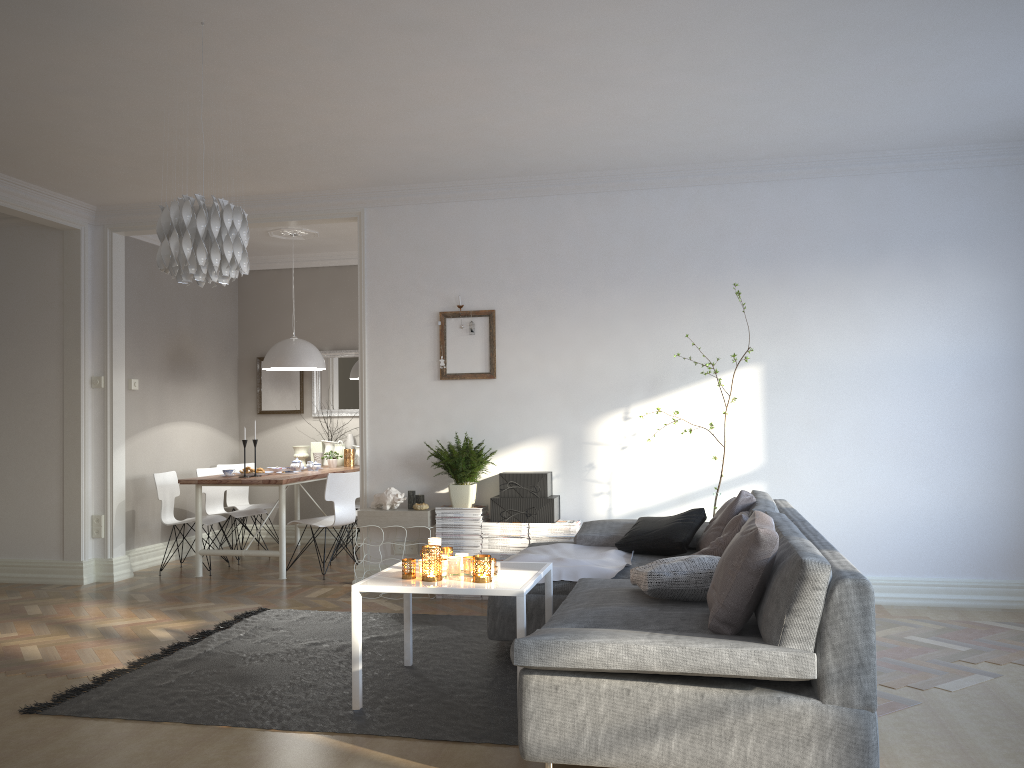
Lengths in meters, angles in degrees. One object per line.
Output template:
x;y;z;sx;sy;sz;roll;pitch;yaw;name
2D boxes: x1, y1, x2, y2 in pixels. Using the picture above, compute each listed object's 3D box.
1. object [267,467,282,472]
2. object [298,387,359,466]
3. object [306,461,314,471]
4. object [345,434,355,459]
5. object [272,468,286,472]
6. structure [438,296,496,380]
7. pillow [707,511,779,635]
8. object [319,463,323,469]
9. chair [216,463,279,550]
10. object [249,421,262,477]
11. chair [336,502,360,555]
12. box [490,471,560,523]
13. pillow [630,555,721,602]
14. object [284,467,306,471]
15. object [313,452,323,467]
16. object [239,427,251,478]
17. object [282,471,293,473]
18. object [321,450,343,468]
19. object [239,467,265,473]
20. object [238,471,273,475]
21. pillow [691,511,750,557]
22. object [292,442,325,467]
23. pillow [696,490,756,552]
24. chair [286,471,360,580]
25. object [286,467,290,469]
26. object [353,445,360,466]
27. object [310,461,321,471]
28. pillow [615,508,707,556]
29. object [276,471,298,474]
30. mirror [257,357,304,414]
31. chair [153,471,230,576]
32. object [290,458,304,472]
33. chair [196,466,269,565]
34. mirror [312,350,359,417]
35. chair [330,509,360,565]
-2.021;0.728;7.542;0.129;0.038;0.129;-1;-2;17;object
-1.682;0.385;8.340;0.698;0.781;0.352;-1;-2;-6;object
-1.741;0.705;7.653;0.072;0.086;0.086;0;-2;-23;object
-1.537;0.626;8.426;0.091;0.301;0.091;0;-2;-34;object
-1.943;0.721;7.392;0.129;0.038;0.129;-1;-2;12;object
-0.308;-0.319;6.048;0.398;0.574;0.053;-1;-1;9;structure
0.803;0.655;3.102;0.242;0.390;0.426;-1;-2;12;pillow
-1.724;0.726;7.819;0.116;0.056;0.116;0;-2;-16;object
-2.433;1.134;8.188;0.479;0.785;0.431;-2;-2;43;chair
-2.009;0.499;6.935;0.095;0.448;0.095;-1;-1;7;object
-1.313;1.112;7.986;0.479;0.785;0.432;-1;-2;2;chair
0.084;0.739;5.803;0.419;0.315;0.298;-1;-2;12;box
0.701;0.784;3.597;0.406;0.194;0.405;-1;-2;-2;pillow
-1.931;0.745;7.753;0.287;0.019;0.287;0;-2;-15;object
-1.818;0.710;8.322;0.094;0.132;0.097;0;-2;-22;object
-2.061;0.521;6.838;0.095;0.396;0.095;-1;-1;7;object
-1.831;0.722;7.237;0.100;0.025;0.066;0;-2;-11;object
-1.641;0.684;8.107;0.178;0.162;0.169;1;-2;-37;object
-2.098;0.697;7.158;0.197;0.063;0.188;0;-2;-18;object
-2.075;0.723;7.164;0.287;0.019;0.287;-1;-2;0;object
1.001;0.764;4.291;0.337;0.311;0.415;-1;-2;17;pillow
-1.938;0.667;8.429;0.310;0.228;0.173;1;-2;-35;object
1.138;0.748;4.667;0.324;0.402;0.430;-1;-2;-1;pillow
-1.431;1.067;6.828;0.479;0.785;0.431;-2;-2;32;chair
-1.933;0.740;7.757;0.194;0.022;0.201;-2;-3;32;object
-1.432;0.676;8.381;0.115;0.194;0.136;-2;-2;42;object
-1.678;0.701;7.576;0.090;0.086;0.090;0;-2;-33;object
0.813;0.806;4.827;0.421;0.248;0.401;-2;-2;32;pillow
-1.835;0.726;7.248;0.180;0.014;0.180;0;-2;-23;object
-2.257;0.014;8.635;0.474;0.557;0.052;-1;-1;12;mirror
-2.536;1.088;7.014;0.479;0.785;0.432;-1;-2;2;chair
-1.824;0.685;7.533;0.143;0.118;0.124;-1;-2;16;object
-2.395;1.110;7.600;0.479;0.785;0.432;-1;-2;22;chair
-1.658;-0.006;8.511;0.544;0.632;0.047;-1;-1;12;mirror
-1.204;1.085;7.349;0.479;0.785;0.432;-1;-2;17;chair
